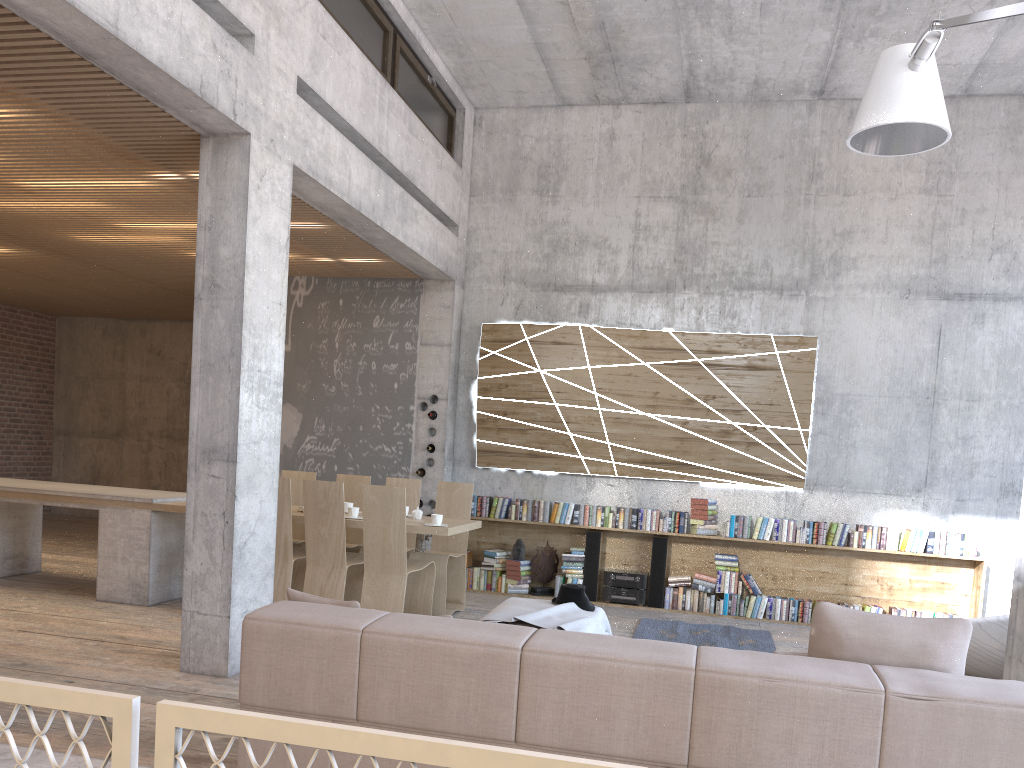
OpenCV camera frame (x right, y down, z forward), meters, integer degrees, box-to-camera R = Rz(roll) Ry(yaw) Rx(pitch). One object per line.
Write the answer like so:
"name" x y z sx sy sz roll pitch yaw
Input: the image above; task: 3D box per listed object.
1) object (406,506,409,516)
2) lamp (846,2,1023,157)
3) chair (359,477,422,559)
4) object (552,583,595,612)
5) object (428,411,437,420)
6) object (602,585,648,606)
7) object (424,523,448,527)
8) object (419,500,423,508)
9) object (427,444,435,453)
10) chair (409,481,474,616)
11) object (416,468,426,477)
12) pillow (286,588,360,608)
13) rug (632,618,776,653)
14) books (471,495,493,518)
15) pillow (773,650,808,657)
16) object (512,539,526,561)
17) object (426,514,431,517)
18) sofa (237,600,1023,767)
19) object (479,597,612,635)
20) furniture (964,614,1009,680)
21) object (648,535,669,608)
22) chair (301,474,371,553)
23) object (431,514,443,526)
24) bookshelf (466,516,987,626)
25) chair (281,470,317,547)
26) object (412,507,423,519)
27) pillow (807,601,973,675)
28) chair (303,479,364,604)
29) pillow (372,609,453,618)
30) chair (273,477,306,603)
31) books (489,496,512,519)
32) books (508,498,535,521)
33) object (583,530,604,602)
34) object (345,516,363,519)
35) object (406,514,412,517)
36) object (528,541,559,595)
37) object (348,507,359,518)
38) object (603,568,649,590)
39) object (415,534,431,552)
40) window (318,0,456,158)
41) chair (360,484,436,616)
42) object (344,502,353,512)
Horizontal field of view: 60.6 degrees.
"object" -0.958 1.120 7.728 0.093 0.088 0.116 4 -1 -23
"lamp" 1.531 0.105 3.056 0.756 3.441 2.619 4 1 1
"chair" -1.125 1.470 8.089 0.348 1.201 0.719 4 2 9
"object" 0.423 1.454 6.006 0.302 0.169 0.298 4 -3 1
"object" -0.829 0.334 9.326 0.090 0.090 0.336 4 -4 13
"object" 1.172 2.183 9.093 0.439 0.164 0.293 3 -3 13
"object" -0.598 1.118 6.939 0.185 0.014 0.185 4 -5 -1
"object" -0.994 1.298 9.498 0.090 0.090 0.336 4 -4 13
"object" -0.843 0.693 9.387 0.093 0.093 0.347 4 -4 13
"chair" -0.644 1.488 7.930 0.348 1.201 0.720 4 2 13
"object" -0.959 0.947 9.388 0.095 0.095 0.339 4 -4 13
"pillow" -0.793 1.069 3.775 0.361 0.368 0.187 4 2 18
"rug" 1.473 2.110 6.771 1.159 0.049 2.925 3 -5 13
"books" -0.469 1.299 9.389 0.489 0.221 0.215 3 0 13
"pillow" 1.170 1.215 3.476 0.377 0.374 0.168 4 2 -14
"object" 0.072 1.740 9.223 0.145 0.230 0.135 4 2 10
"object" -0.845 1.442 9.426 0.095 0.095 0.339 4 -4 13
"sofa" 0.711 1.487 4.570 2.990 0.788 3.019 3 -4 13
"object" 0.354 1.705 5.862 1.039 0.504 1.604 2 -4 32
"furniture" 4.147 2.068 6.769 1.802 0.814 1.621 6 -4 -39
"object" 1.507 1.944 9.021 0.152 0.764 0.271 5 3 13
"chair" -1.636 1.439 8.121 0.348 1.201 0.720 4 2 13
"object" -0.588 1.076 6.925 0.093 0.088 0.116 4 -1 -33
"bookshelf" 1.850 1.924 8.929 5.310 0.810 0.302 3 3 13
"chair" -2.142 1.411 8.174 0.349 1.201 0.719 4 2 7
"object" -0.809 1.104 7.491 0.089 0.112 0.122 4 -1 4
"pillow" 1.404 1.114 3.310 0.562 0.561 0.220 4 3 15
"chair" -1.365 1.370 7.051 0.348 1.201 0.721 5 2 18
"pillow" -0.408 1.125 3.710 0.369 0.361 0.186 4 2 12
"chair" -1.854 1.348 7.178 0.348 1.201 0.719 4 2 10
"books" -0.120 1.314 9.323 0.199 0.229 0.189 4 0 13
"books" 0.118 1.325 9.259 0.278 0.222 0.209 3 0 11
"object" 0.846 1.913 9.171 0.152 0.764 0.271 5 3 13
"object" -1.295 1.089 7.139 0.185 0.014 0.185 4 -5 -1
"object" -0.954 1.159 7.725 0.184 0.014 0.186 2 -5 16
"object" 0.350 1.937 9.289 0.345 0.572 0.194 3 3 -27
"object" -1.285 1.047 7.125 0.093 0.088 0.116 4 -1 -33
"object" 1.181 2.021 9.077 0.439 0.162 0.304 3 -3 13
"object" -0.972 1.828 9.235 0.249 0.686 0.268 2 3 -25
"window" -1.548 -2.925 4.977 0.113 0.608 8.458 5 -4 13
"chair" -0.887 1.387 6.878 0.348 1.201 0.720 5 2 17
"object" -1.444 1.087 7.714 0.093 0.088 0.116 4 -2 -13
